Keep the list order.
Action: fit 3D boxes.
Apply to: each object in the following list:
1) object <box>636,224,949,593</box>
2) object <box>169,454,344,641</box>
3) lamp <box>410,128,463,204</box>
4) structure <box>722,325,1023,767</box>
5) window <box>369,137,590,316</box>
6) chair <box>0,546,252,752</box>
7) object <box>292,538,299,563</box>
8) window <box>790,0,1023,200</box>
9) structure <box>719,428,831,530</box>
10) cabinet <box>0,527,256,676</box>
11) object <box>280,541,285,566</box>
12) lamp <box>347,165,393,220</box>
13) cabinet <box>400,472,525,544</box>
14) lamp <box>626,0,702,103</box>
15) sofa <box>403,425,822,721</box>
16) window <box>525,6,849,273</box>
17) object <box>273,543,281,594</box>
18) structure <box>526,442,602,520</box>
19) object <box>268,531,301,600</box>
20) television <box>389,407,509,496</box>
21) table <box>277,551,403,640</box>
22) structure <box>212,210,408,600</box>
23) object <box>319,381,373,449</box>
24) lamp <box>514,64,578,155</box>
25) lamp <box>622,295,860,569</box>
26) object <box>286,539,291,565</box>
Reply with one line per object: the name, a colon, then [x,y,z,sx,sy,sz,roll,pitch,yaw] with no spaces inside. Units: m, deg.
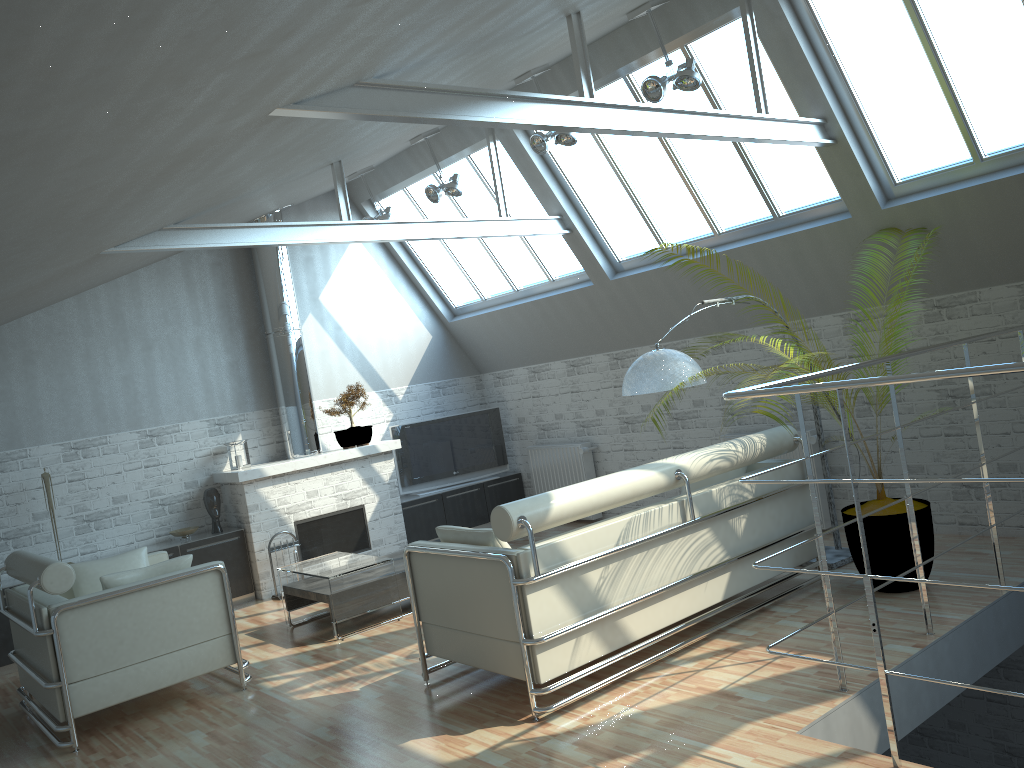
object: [3.410,0.337,10.619,3.777,4.386,5.015,-9,1,27]
object: [-3.886,2.425,13.996,1.528,2.558,4.859,-10,1,-39]
lamp: [-1.298,-3.661,14.860,0.619,1.172,0.808,-10,1,-34]
structure: [5.984,0.770,7.012,6.483,2.781,5.366,-10,1,-38]
window: [-0.660,-2.990,17.406,1.897,2.787,4.651,-10,1,-38]
chair: [-4.840,2.903,10.935,2.201,2.001,2.507,-10,1,-38]
object: [-3.789,3.137,15.607,0.026,0.873,0.155,-10,1,-37]
window: [5.597,-3.923,9.456,1.897,2.787,4.651,-10,1,-38]
structure: [4.267,1.519,14.183,0.508,1.524,1.892,-10,1,-38]
cabinet: [-6.660,3.528,14.569,4.572,1.270,0.914,-10,1,-38]
object: [-3.912,3.190,15.432,0.145,0.932,0.065,-9,1,33]
lamp: [-2.659,-3.458,16.590,0.619,1.172,0.808,-10,1,-34]
cabinet: [-1.236,2.707,18.950,3.234,1.016,0.908,-10,1,-38]
lamp: [1.815,-4.125,10.904,0.619,1.172,0.808,-10,1,-34]
sofa: [1.347,1.890,10.432,4.866,1.999,2.199,-10,1,-38]
window: [2.469,-3.457,13.431,1.897,2.787,4.651,-10,1,-38]
object: [-4.021,3.201,15.340,0.131,0.916,0.146,-10,1,-38]
structure: [1.104,1.991,18.202,0.508,1.524,1.892,-10,1,-38]
object: [-3.968,3.143,15.574,0.584,1.124,0.412,-10,1,-38]
television: [-1.333,1.440,18.940,2.577,1.514,0.592,-10,1,-29]
table: [-2.543,3.051,12.974,1.015,0.867,1.726,-10,1,-38]
structure: [-4.074,0.081,16.817,3.302,7.180,1.309,-10,1,-38]
object: [-3.216,0.611,17.221,1.115,1.265,0.572,-10,1,-35]
lamp: [0.442,-3.920,12.648,0.618,1.172,0.808,-10,1,-35]
lamp: [3.473,0.648,11.654,4.621,3.709,1.015,-10,1,-32]
object: [-3.878,3.144,15.536,0.025,0.855,0.025,-10,1,-16]
